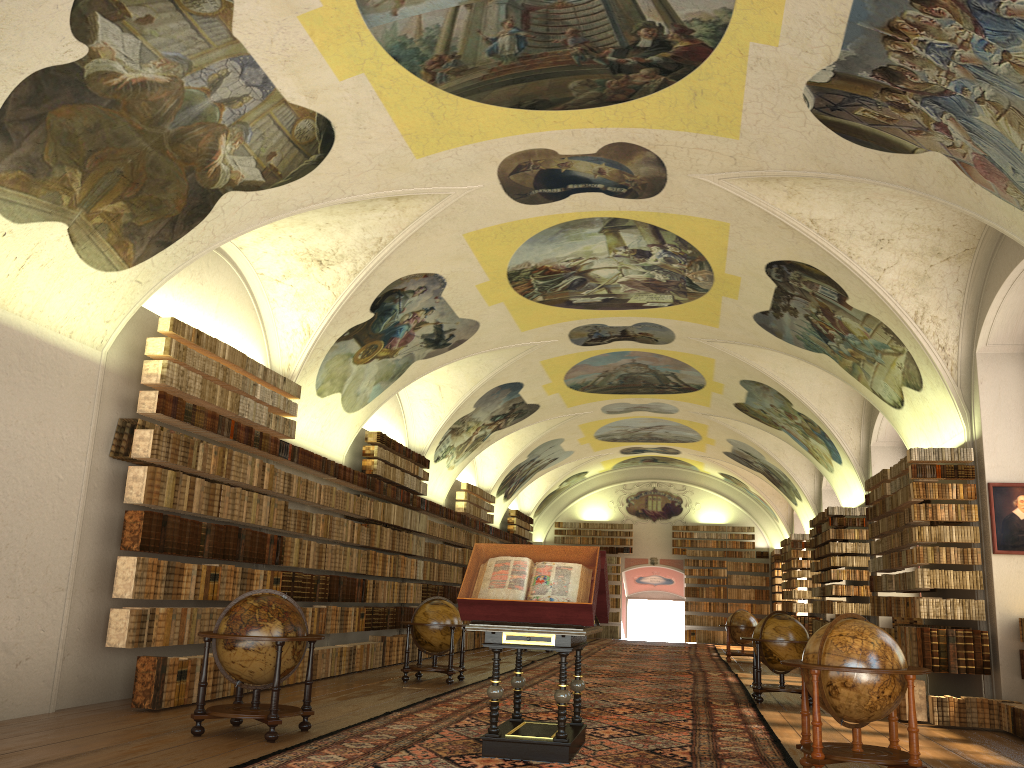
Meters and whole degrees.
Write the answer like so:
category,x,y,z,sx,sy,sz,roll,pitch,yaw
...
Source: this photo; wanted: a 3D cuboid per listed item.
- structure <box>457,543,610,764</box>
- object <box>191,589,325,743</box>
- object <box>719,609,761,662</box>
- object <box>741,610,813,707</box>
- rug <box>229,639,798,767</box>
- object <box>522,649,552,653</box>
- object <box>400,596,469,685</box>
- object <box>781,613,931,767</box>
category,x,y,z,sx,sy,sz,roll,pitch,yaw
structure,0.267,2.627,8.841,1.245,1.973,1.899,0,-13,11
object,-2.614,2.864,9.188,1.280,1.442,1.283,9,-15,-25
object,6.479,7.067,24.918,1.281,1.442,1.282,12,-16,-35
object,4.395,4.435,14.463,1.280,1.442,1.283,9,-15,-25
rug,2.279,5.942,18.154,4.704,0.064,37.066,0,-14,11
object,0.743,7.112,26.068,1.281,1.442,1.282,12,-16,-35
object,-1.337,4.478,15.600,1.282,1.442,1.281,13,-17,-40
object,3.116,2.822,8.052,1.282,1.442,1.281,13,-17,-40
